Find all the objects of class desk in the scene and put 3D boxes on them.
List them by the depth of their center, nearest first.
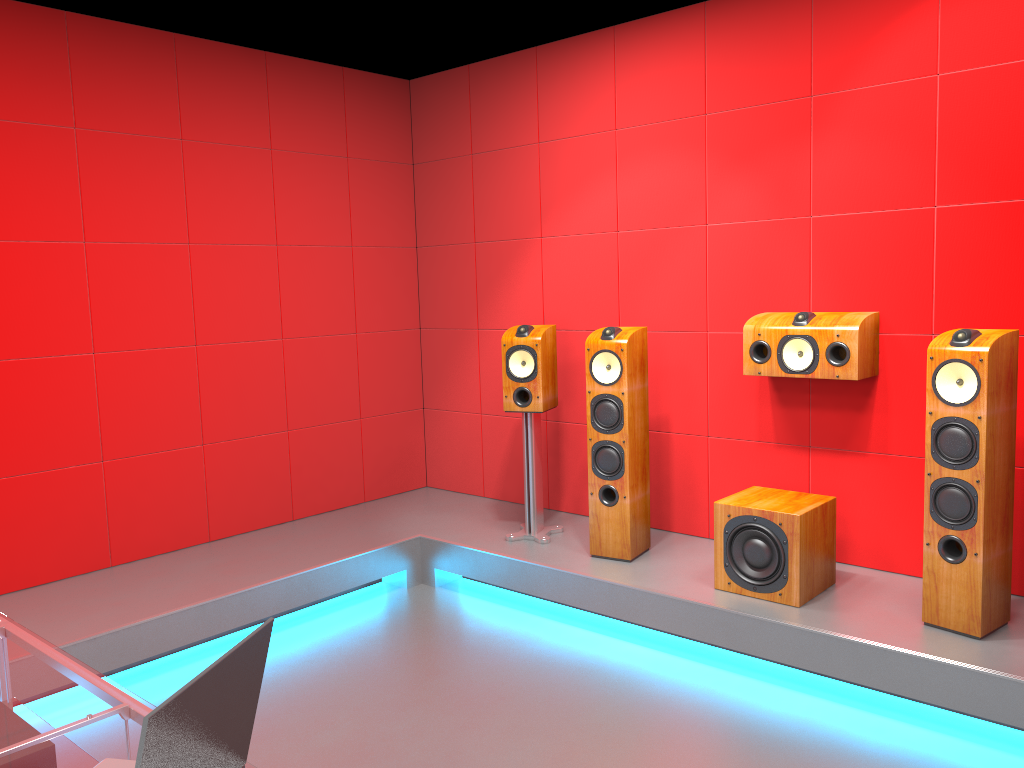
[{"bbox_3d":[-0.948,1.003,1.652,1.617,0.690,0.594,4,8,42],"label":"desk"}]

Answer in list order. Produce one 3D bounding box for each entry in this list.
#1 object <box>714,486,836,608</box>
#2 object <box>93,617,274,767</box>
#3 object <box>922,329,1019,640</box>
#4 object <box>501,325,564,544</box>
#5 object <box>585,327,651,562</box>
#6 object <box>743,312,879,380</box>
[{"bbox_3d":[1.060,0.643,3.578,0.360,0.360,0.360,4,8,42],"label":"object"},{"bbox_3d":[-0.579,0.538,1.312,0.340,0.285,0.342,-1,6,12],"label":"object"},{"bbox_3d":[1.592,0.331,3.090,0.238,1.052,0.203,-7,8,-38],"label":"object"},{"bbox_3d":[0.099,0.233,4.389,0.231,1.058,0.265,1,7,22],"label":"object"},{"bbox_3d":[0.484,0.261,4.047,0.203,1.052,0.238,2,7,32],"label":"object"},{"bbox_3d":[1.251,-0.172,3.732,0.493,0.271,0.235,4,8,42],"label":"object"}]
